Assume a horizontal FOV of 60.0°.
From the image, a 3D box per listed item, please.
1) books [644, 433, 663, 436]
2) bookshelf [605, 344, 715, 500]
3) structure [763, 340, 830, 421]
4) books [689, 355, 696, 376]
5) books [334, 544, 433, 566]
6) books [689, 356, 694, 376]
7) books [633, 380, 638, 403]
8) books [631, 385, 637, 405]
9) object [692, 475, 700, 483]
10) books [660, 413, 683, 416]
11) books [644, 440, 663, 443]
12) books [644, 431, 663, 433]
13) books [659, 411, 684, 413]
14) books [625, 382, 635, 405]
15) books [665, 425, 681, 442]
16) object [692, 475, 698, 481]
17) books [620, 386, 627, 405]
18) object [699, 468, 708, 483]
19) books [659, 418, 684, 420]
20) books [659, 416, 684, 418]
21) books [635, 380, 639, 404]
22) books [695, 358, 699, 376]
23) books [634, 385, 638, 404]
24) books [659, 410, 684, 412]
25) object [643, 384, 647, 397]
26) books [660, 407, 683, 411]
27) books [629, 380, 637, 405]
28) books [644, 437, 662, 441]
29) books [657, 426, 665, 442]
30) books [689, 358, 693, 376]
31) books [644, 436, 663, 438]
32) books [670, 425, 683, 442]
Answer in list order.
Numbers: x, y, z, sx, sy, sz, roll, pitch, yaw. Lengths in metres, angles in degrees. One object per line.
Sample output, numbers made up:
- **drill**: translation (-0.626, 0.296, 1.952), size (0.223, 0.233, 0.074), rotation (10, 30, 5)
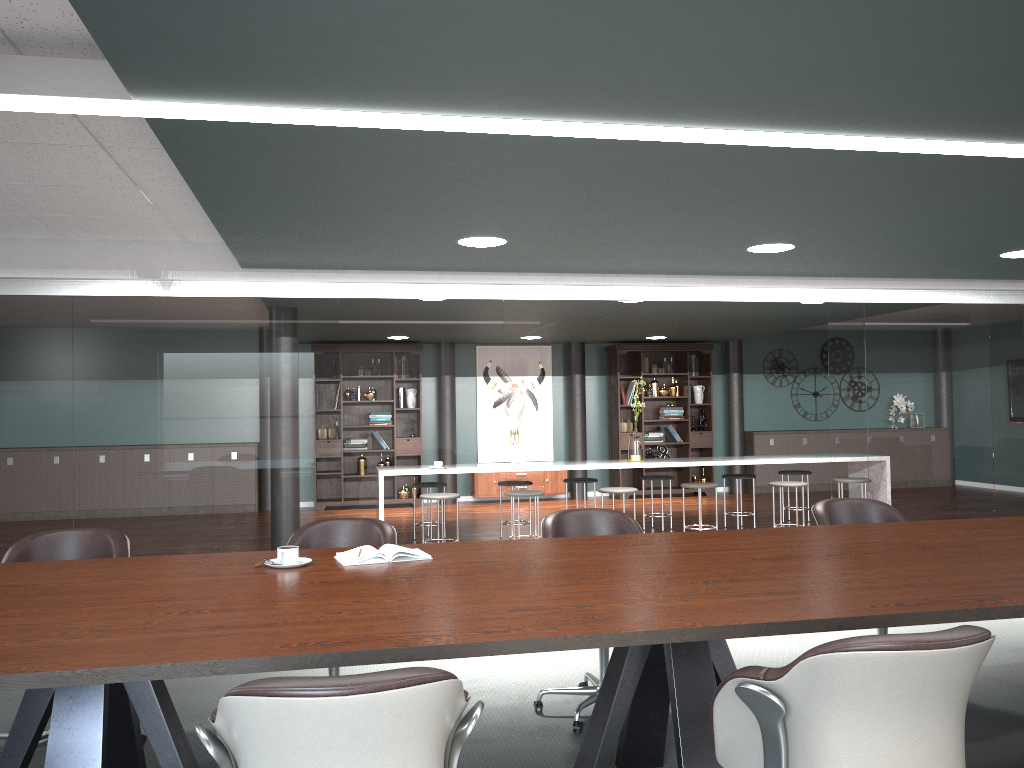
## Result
- **books**: translation (1.830, 0.660, 11.616), size (0.248, 0.042, 0.194), rotation (-1, -2, -11)
- **bookshelf**: translation (1.956, 0.482, 11.685), size (1.339, 1.984, 0.482), rotation (-1, -2, -11)
- **structure**: translation (4.361, -0.069, 12.459), size (1.791, 1.178, 0.017), rotation (-1, -2, -11)
- **books**: translation (2.389, -0.241, 11.774), size (0.027, 0.286, 0.184), rotation (-1, -2, -11)
- **books**: translation (-0.418, 0.548, 2.872), size (0.285, 0.032, 0.180), rotation (0, -2, -21)
- **books**: translation (2.366, -0.231, 11.769), size (0.016, 0.268, 0.205), rotation (-1, -2, -11)
- **books**: translation (1.587, 0.111, 11.596), size (0.062, 0.322, 0.197), rotation (-1, -2, -11)
- **books**: translation (1.578, 0.117, 11.598), size (0.063, 0.309, 0.210), rotation (-1, -2, -11)
- **object**: translation (2.403, 1.280, 11.628), size (0.144, 0.175, 0.073), rotation (-1, -2, -10)
- **books**: translation (2.104, 0.401, 11.706), size (0.248, 0.042, 0.194), rotation (-1, -2, -11)
- **books**: translation (1.811, 0.754, 11.611), size (0.286, 0.027, 0.184), rotation (-1, -2, -11)
- **books**: translation (1.819, 0.631, 11.615), size (0.268, 0.016, 0.205), rotation (-1, -2, -11)
- **books**: translation (2.103, 0.371, 11.707), size (0.268, 0.016, 0.205), rotation (-1, -2, -11)
- **books**: translation (1.533, 0.124, 11.594), size (0.115, 0.296, 0.210), rotation (-1, -2, -11)
- **books**: translation (2.099, 0.654, 11.674), size (0.176, 0.227, 0.194), rotation (-1, -2, -11)
- **object**: translation (2.418, 1.286, 11.756), size (0.099, 0.169, 0.099), rotation (0, -2, -37)
- **books**: translation (1.424, 0.149, 11.567), size (0.084, 0.252, 0.194), rotation (-1, -2, -11)
- **object**: translation (2.527, 1.239, 11.703), size (0.108, 0.256, 0.108), rotation (-2, -2, 23)
- **books**: translation (2.105, 0.459, 11.705), size (0.268, 0.016, 0.205), rotation (-1, -2, -11)
- **books**: translation (2.107, 0.436, 11.706), size (0.286, 0.027, 0.184), rotation (-1, -2, -11)
- **books**: translation (1.602, 0.111, 11.598), size (0.062, 0.322, 0.197), rotation (-1, -2, -11)
- **books**: translation (2.424, -0.221, 11.780), size (0.042, 0.248, 0.194), rotation (-1, -2, -11)
- **books**: translation (1.593, 0.117, 11.599), size (0.063, 0.309, 0.210), rotation (-1, -2, -11)
- **books**: translation (2.101, 0.356, 11.701), size (0.268, 0.016, 0.205), rotation (-1, -2, -11)
- **object**: translation (1.721, 0.084, 11.648), size (0.105, 0.172, 0.105), rotation (0, -2, -16)
- **books**: translation (2.106, 0.327, 11.708), size (0.248, 0.042, 0.194), rotation (-1, -2, -11)
- **books**: translation (1.558, 0.114, 11.594), size (0.090, 0.316, 0.197), rotation (-1, -2, -11)
- **books**: translation (1.808, 0.719, 11.610), size (0.248, 0.042, 0.194), rotation (-1, -2, -11)
- **books**: translation (1.969, 0.661, 11.716), size (0.063, 0.214, 0.139), rotation (-1, -2, -11)
- **books**: translation (2.337, -0.220, 11.762), size (0.042, 0.248, 0.194), rotation (-1, -2, -11)
- **books**: translation (1.808, 0.689, 11.611), size (0.268, 0.016, 0.205), rotation (-1, -2, -11)
- **books**: translation (2.132, 0.652, 11.681), size (0.166, 0.228, 0.205), rotation (-1, -2, -11)
